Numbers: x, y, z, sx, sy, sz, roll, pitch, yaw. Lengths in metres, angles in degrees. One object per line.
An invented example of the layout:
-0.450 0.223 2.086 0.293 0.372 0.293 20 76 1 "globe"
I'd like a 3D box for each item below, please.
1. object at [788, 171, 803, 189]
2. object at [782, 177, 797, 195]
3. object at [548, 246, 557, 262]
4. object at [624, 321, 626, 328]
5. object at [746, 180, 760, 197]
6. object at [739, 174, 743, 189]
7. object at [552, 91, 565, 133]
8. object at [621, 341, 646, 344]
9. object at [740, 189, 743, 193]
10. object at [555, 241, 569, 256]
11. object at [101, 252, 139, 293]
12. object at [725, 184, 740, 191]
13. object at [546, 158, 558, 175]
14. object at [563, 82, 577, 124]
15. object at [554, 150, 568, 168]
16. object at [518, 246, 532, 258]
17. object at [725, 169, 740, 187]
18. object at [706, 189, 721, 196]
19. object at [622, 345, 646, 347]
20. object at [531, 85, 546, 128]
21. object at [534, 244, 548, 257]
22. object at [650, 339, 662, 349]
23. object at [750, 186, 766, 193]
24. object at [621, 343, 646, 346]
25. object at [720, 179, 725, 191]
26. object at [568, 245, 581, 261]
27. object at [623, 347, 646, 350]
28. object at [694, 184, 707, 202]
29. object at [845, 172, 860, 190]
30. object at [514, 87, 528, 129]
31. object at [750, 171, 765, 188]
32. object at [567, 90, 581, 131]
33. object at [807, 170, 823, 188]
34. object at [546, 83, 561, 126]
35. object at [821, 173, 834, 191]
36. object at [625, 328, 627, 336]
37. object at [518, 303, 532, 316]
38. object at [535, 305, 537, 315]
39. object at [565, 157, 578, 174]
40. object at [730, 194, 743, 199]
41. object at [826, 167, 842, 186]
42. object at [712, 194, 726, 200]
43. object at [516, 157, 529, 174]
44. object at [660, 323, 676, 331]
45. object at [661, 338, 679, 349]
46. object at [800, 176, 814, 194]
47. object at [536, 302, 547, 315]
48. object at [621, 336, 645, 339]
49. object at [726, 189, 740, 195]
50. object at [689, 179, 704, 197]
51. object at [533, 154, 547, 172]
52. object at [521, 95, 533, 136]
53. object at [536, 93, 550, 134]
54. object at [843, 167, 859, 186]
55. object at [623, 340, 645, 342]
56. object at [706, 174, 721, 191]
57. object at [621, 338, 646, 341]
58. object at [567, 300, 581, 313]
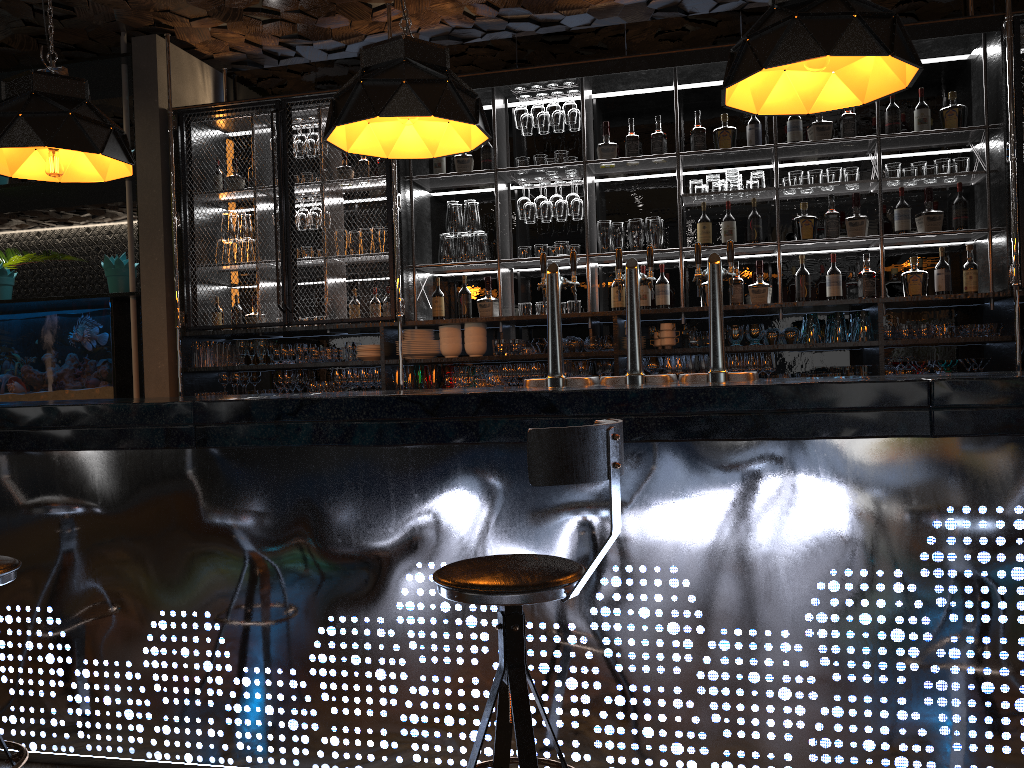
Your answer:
1.683 -1.208 5.258 0.089 0.092 0.089 -2 1 -15 "object"
1.698 -1.210 5.422 0.089 0.092 0.089 -2 1 -35 "object"
0.280 -0.841 5.731 0.089 0.092 0.089 -2 1 -45 "object"
0.732 -0.355 5.427 0.094 0.069 0.106 -2 1 19 "object"
1.480 -1.203 5.449 0.089 0.092 0.089 -2 1 3 "object"
1.389 -1.249 5.505 0.089 0.092 0.089 -1 1 39 "object"
0.297 -1.750 5.714 0.092 0.244 0.092 -2 1 -26 "object"
0.744 -0.248 5.428 0.149 0.024 0.149 -2 1 13 "object"
1.390 -1.223 5.505 0.089 0.092 0.089 -1 1 39 "object"
0.311 -0.840 5.546 0.089 0.092 0.089 -2 1 -2 "object"
-2.775 -0.772 6.293 0.265 0.325 0.245 -2 1 7 "object"
1.336 -1.220 5.370 0.089 0.092 0.089 -2 1 3 "object"
0.257 -1.409 5.754 0.089 0.092 0.089 -2 1 24 "object"
0.360 -1.751 5.529 0.092 0.244 0.092 -2 1 -26 "object"
0.309 -1.409 5.565 0.089 0.092 0.089 -2 1 -19 "object"
0.084 -0.834 5.707 0.089 0.092 0.089 -2 1 -9 "object"
1.335 -1.246 5.370 0.089 0.092 0.089 -2 1 9 "object"
1.216 -1.193 5.360 0.089 0.092 0.089 -2 1 -15 "object"
0.746 -0.224 5.429 0.149 0.023 0.149 -2 1 -18 "object"
0.163 -1.744 5.576 0.092 0.244 0.092 -2 1 -26 "object"
0.186 -0.837 5.638 0.089 0.092 0.089 -2 1 -9 "object"
0.918 -0.244 5.467 0.106 0.067 0.094 -2 1 -25 "object"
1.471 -1.202 5.308 0.089 0.092 0.089 -1 1 39 "object"
0.745 -0.235 5.428 0.149 0.023 0.149 -2 1 -2 "object"
1.283 -1.217 5.505 0.089 0.092 0.089 -1 1 39 "object"
0.398 -0.844 5.711 0.089 0.092 0.089 -2 1 -2 "object"
0.745 -0.214 5.429 0.149 0.022 0.149 -2 1 -18 "object"
1.179 -1.194 5.543 0.089 0.092 0.089 -2 1 -15 "object"
2.048 -1.221 5.337 0.089 0.092 0.089 -2 1 -12 "object"
0.056 -1.741 5.601 0.092 0.244 0.092 -2 1 -26 "object"
1.470 -1.222 5.308 0.089 0.092 0.089 -2 1 4 "object"
0.398 -1.753 5.690 0.092 0.244 0.092 -2 1 -26 "object"
1.792 -1.212 5.244 0.089 0.092 0.089 -2 1 -24 "object"
0.259 -1.747 5.553 0.092 0.244 0.092 -2 1 -26 "object"
1.901 -1.216 5.341 0.089 0.092 0.089 -2 1 13 "object"
0.744 -0.311 5.425 0.107 0.070 0.094 -1 1 44 "object"
0.084 -0.467 5.646 0.089 0.092 0.089 -2 1 -15 "object"
0.198 -0.472 5.794 0.089 0.092 0.089 -2 1 -15 "object"
0.382 -1.413 5.737 0.089 0.092 0.089 -2 1 -19 "object"
1.391 -1.201 5.506 0.089 0.092 0.089 -1 1 39 "object"
1.889 -1.215 5.196 0.089 0.092 0.089 -2 1 -24 "object"
1.283 -1.197 5.506 0.089 0.092 0.089 -1 1 39 "object"
0.069 -1.402 5.697 0.089 0.092 0.089 -2 1 -19 "object"
0.942 -0.334 5.357 0.094 0.068 0.106 -2 1 13 "object"
0.952 -0.244 5.364 0.106 0.067 0.094 -2 1 1 "object"
1.797 -1.214 5.405 0.089 0.092 0.089 -2 1 -37 "object"
0.197 -0.470 5.606 0.089 0.092 0.089 -2 1 -24 "object"
0.742 -0.279 5.428 0.149 0.026 0.148 -2 1 20 "object"
1.337 -1.198 5.370 0.089 0.092 0.089 -2 1 3 "object"
1.120 -1.191 5.389 0.089 0.092 0.089 -1 1 39 "object"
0.181 -1.406 5.647 0.089 0.092 0.089 -2 1 -19 "object"
0.094 -1.744 5.762 0.092 0.244 0.092 -2 1 -26 "object"
0.201 -1.747 5.736 0.092 0.244 0.092 -2 1 -26 "object"
1.993 -1.218 5.207 0.089 0.092 0.089 -2 1 -32 "object"
0.745 -0.257 5.427 0.149 0.026 0.148 -2 1 20 "object"
1.215 -1.214 5.359 0.089 0.092 0.089 -2 1 -35 "object"
0.744 -0.267 5.428 0.149 0.025 0.149 -2 1 -24 "object"
0.394 -0.477 5.596 0.089 0.092 0.089 -2 1 24 "object"
